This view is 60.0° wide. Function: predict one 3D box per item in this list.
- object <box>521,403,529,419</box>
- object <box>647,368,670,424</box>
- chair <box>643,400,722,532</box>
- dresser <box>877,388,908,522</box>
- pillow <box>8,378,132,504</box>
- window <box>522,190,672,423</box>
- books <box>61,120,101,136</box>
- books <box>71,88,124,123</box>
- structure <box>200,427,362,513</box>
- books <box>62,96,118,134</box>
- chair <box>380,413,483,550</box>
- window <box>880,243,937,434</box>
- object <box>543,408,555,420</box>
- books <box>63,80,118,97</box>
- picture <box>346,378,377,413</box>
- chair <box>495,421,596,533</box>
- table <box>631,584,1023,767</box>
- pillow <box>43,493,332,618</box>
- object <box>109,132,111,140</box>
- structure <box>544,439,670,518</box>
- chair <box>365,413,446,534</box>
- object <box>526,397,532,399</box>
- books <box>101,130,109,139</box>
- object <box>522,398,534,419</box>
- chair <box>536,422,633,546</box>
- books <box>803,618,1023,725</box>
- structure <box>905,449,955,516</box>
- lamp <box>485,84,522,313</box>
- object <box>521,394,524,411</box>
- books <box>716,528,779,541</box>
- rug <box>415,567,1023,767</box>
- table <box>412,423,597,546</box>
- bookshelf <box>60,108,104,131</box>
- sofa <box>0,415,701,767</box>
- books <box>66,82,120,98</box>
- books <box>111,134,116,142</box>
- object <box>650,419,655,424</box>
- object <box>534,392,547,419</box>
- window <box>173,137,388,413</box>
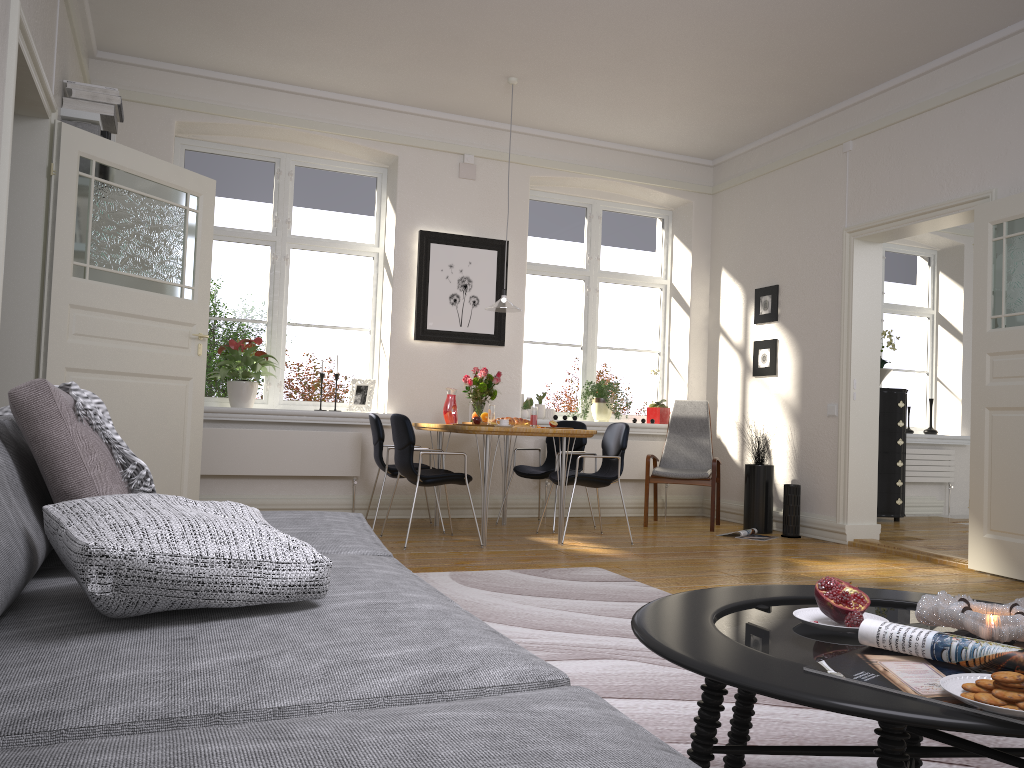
[{"bbox_3d":[0.105,0.222,7.379,0.072,0.137,0.072,2,-2,-2],"label":"object"},{"bbox_3d":[1.311,0.110,7.963,0.271,0.501,0.155,4,-3,-41],"label":"object"},{"bbox_3d":[1.391,0.633,7.116,0.538,1.027,0.590,1,-3,17],"label":"chair"},{"bbox_3d":[3.111,0.649,8.140,0.936,1.232,0.613,3,-3,-22],"label":"dresser"},{"bbox_3d":[-0.928,0.191,1.908,0.245,0.390,0.420,3,-3,-21],"label":"pillow"},{"bbox_3d":[94.409,-4.620,207.063,503.687,104.417,292.977,3,-3,-23],"label":"window"},{"bbox_3d":[-2.376,-1.275,4.868,0.193,0.307,0.064,3,-3,-23],"label":"books"},{"bbox_3d":[-2.329,-1.565,4.990,0.253,0.049,0.327,3,-3,-22],"label":"books"},{"bbox_3d":[-1.718,0.752,6.439,1.217,0.845,0.093,3,-3,-23],"label":"structure"},{"bbox_3d":[-2.374,-1.510,4.994,0.263,0.065,0.346,3,-3,-22],"label":"books"},{"bbox_3d":[-0.509,0.596,5.590,0.531,0.803,0.570,3,-3,-24],"label":"chair"},{"bbox_3d":[3.836,-0.491,9.306,1.629,2.005,0.076,3,-3,-23],"label":"window"},{"bbox_3d":[0.308,0.259,7.626,0.131,0.097,0.136,1,-3,18],"label":"object"},{"bbox_3d":[-2.359,-1.628,4.987,0.269,0.015,0.310,3,-3,-22],"label":"books"},{"bbox_3d":[-1.179,0.091,6.982,0.214,0.270,0.115,2,-3,15],"label":"picture"},{"bbox_3d":[0.277,0.672,6.680,0.567,0.803,0.534,0,-3,42],"label":"chair"},{"bbox_3d":[0.670,0.655,1.516,0.958,0.449,0.929,3,-3,-25],"label":"table"},{"bbox_3d":[-0.574,0.297,1.556,0.413,0.194,0.397,4,-3,-36],"label":"pillow"},{"bbox_3d":[-2.401,-1.273,4.973,0.262,0.311,0.049,3,-3,-23],"label":"object"},{"bbox_3d":[0.814,0.892,7.512,1.217,0.845,0.093,3,-3,-23],"label":"structure"},{"bbox_3d":[-0.758,0.614,6.232,0.529,0.803,0.573,3,-3,-15],"label":"chair"},{"bbox_3d":[0.146,0.208,7.626,0.050,0.188,0.052,1,-3,28],"label":"object"},{"bbox_3d":[-2.409,-1.274,4.948,0.275,0.310,0.062,3,-3,-23],"label":"books"},{"bbox_3d":[0.136,0.202,7.466,0.111,0.185,0.099,2,-2,0],"label":"object"},{"bbox_3d":[0.507,0.653,6.020,0.529,0.803,0.572,3,-3,-16],"label":"chair"},{"bbox_3d":[0.658,0.396,1.294,0.380,0.048,0.299,4,-3,-43],"label":"books"},{"bbox_3d":[3.941,1.065,8.837,1.217,0.845,0.093,3,-3,-23],"label":"structure"},{"bbox_3d":[-0.024,-1.420,6.243,0.269,1.808,0.259,4,-3,-39],"label":"lamp"},{"bbox_3d":[0.077,0.193,7.613,0.050,0.213,0.052,1,-3,28],"label":"object"},{"bbox_3d":[1.735,1.100,6.526,0.365,0.048,0.311,0,-3,36],"label":"books"},{"bbox_3d":[0.228,0.901,2.746,1.979,0.008,3.654,3,-3,-22],"label":"rug"},{"bbox_3d":[-0.109,0.666,6.131,0.926,0.745,1.478,3,-3,-22],"label":"table"},{"bbox_3d":[-2.422,-1.051,4.949,0.196,0.860,0.335,3,-3,-22],"label":"bookshelf"},{"bbox_3d":[-0.402,0.443,1.038,1.118,0.772,3.013,3,-3,-22],"label":"sofa"},{"bbox_3d":[-2.344,-1.606,4.977,0.262,0.030,0.300,3,-3,-22],"label":"books"},{"bbox_3d":[-2.387,-1.270,5.001,0.262,0.309,0.069,3,-3,-23],"label":"books"},{"bbox_3d":[1.232,0.325,7.765,0.043,0.048,0.042,3,-3,-15],"label":"object"},{"bbox_3d":[0.240,0.181,7.548,0.104,0.244,0.096,5,-3,-44],"label":"object"},{"bbox_3d":[-3.019,-0.517,9.191,2.039,2.474,5.263,3,-3,-23],"label":"window"}]
